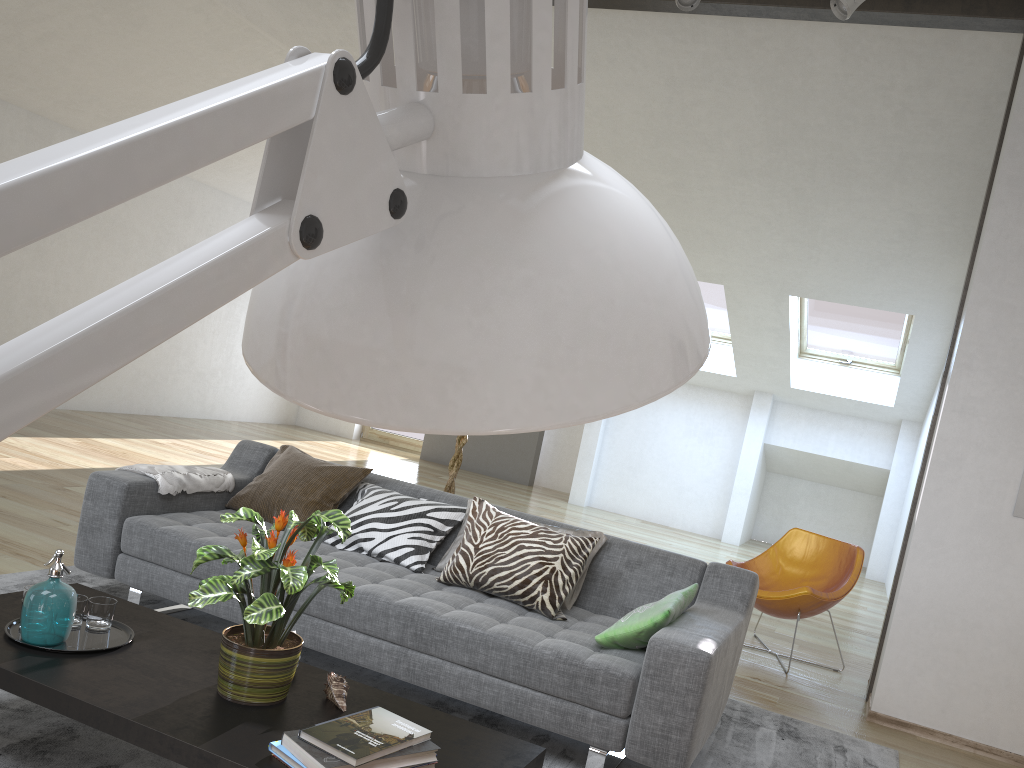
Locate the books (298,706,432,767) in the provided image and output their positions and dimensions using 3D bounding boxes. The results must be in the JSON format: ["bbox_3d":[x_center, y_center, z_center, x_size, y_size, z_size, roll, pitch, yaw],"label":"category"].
[{"bbox_3d":[-0.314,0.760,1.925,0.158,0.019,0.255,12,0,32],"label":"books"}]

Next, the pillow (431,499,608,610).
[{"bbox_3d":[0.022,0.688,3.602,0.645,0.320,0.260,12,2,20],"label":"pillow"}]

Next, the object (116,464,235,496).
[{"bbox_3d":[-1.487,0.544,3.822,0.358,0.420,0.478,13,2,25],"label":"object"}]

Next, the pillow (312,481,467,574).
[{"bbox_3d":[-0.511,0.600,3.743,0.563,0.284,0.355,12,1,21],"label":"pillow"}]

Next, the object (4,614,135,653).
[{"bbox_3d":[-1.156,0.653,2.328,0.288,0.012,0.311,12,0,35],"label":"object"}]

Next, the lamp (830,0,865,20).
[{"bbox_3d":[1.494,-1.725,3.871,0.176,0.251,0.149,12,3,10],"label":"lamp"}]

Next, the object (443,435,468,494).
[{"bbox_3d":[-0.253,0.150,4.316,0.815,2.027,0.796,12,3,-1],"label":"object"}]

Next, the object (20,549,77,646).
[{"bbox_3d":[-1.163,0.533,2.244,0.124,0.240,0.114,9,4,-43],"label":"object"}]

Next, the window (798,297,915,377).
[{"bbox_3d":[3.287,-0.529,8.566,1.479,0.731,1.888,12,0,22],"label":"window"}]

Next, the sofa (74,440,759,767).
[{"bbox_3d":[-0.382,0.805,3.556,2.475,0.686,1.016,12,1,20],"label":"sofa"}]

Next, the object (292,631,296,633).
[{"bbox_3d":[-0.626,0.690,2.388,0.075,0.068,0.086,13,2,36],"label":"object"}]

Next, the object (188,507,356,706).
[{"bbox_3d":[-0.604,0.550,2.222,0.384,0.527,0.427,12,2,-4],"label":"object"}]

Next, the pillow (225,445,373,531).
[{"bbox_3d":[-0.965,0.472,3.952,0.576,0.339,0.308,12,2,30],"label":"pillow"}]

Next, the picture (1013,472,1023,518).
[{"bbox_3d":[2.622,0.313,3.923,0.584,0.703,0.008,13,4,19],"label":"picture"}]

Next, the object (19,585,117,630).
[{"bbox_3d":[-1.187,0.594,2.376,0.238,0.107,0.095,12,2,-42],"label":"object"}]

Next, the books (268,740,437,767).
[{"bbox_3d":[-0.342,0.802,1.934,0.191,0.019,0.315,12,0,41],"label":"books"}]

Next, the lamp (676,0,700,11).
[{"bbox_3d":[0.838,-1.862,4.120,0.154,0.254,0.159,12,3,14],"label":"lamp"}]

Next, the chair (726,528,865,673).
[{"bbox_3d":[1.605,1.219,5.145,0.724,0.725,0.646,10,2,-38],"label":"chair"}]

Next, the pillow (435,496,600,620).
[{"bbox_3d":[0.023,0.663,3.418,0.559,0.342,0.279,12,2,24],"label":"pillow"}]

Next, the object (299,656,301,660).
[{"bbox_3d":[-0.634,0.739,2.393,0.118,0.024,0.123,12,0,17],"label":"object"}]

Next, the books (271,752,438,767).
[{"bbox_3d":[-0.342,0.822,1.949,0.203,0.017,0.303,12,0,41],"label":"books"}]

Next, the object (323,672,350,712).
[{"bbox_3d":[-0.446,0.776,2.251,0.070,0.079,0.122,11,1,-10],"label":"object"}]

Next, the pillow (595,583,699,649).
[{"bbox_3d":[0.481,0.818,3.121,0.229,0.262,0.439,13,1,24],"label":"pillow"}]

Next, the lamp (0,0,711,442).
[{"bbox_3d":[-0.199,0.492,0.122,0.217,1.372,0.621,13,3,27],"label":"lamp"}]

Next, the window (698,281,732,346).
[{"bbox_3d":[1.814,-0.840,9.090,1.479,0.731,1.888,12,0,22],"label":"window"}]

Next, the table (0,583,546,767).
[{"bbox_3d":[-0.783,0.904,2.231,1.558,0.326,0.615,12,1,20],"label":"table"}]

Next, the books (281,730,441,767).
[{"bbox_3d":[-0.324,0.784,1.918,0.299,0.030,0.173,12,0,-44],"label":"books"}]
